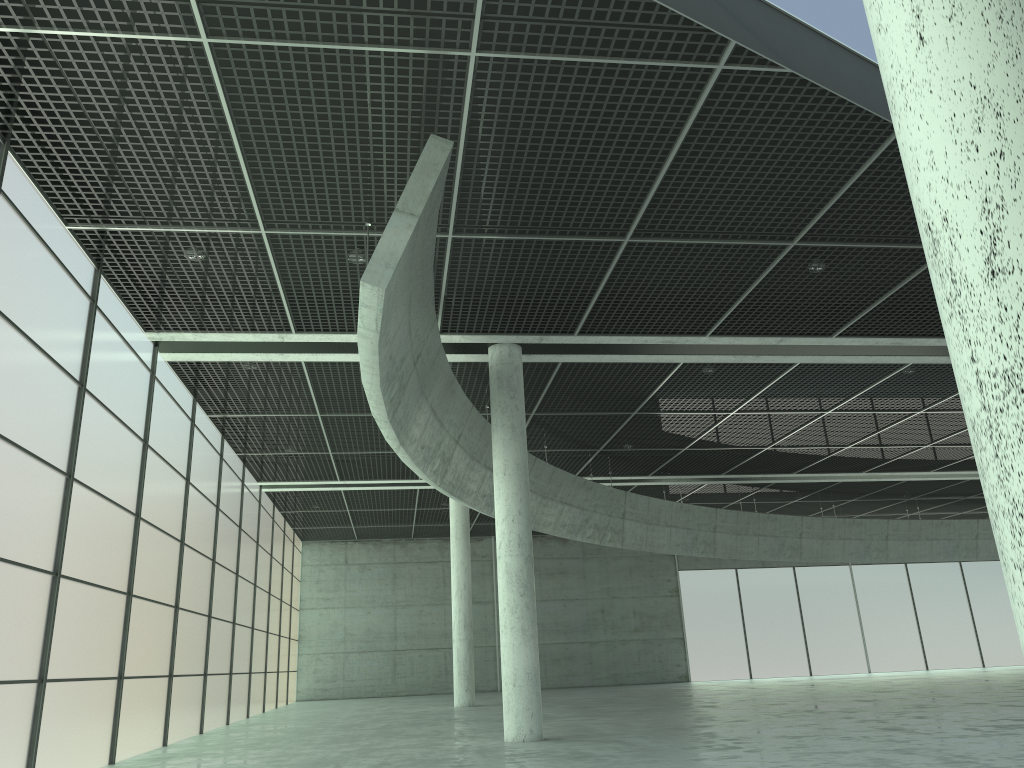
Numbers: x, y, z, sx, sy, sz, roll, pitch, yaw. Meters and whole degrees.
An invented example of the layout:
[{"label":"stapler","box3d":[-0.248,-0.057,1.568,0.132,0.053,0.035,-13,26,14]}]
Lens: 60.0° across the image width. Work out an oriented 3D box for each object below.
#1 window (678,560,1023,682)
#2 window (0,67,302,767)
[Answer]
[{"label":"window","box3d":[31.721,23.746,80.924,33.387,10.660,0.160,0,-19,-8]},{"label":"window","box3d":[37.719,4.633,35.107,100.360,16.077,100.011,0,-19,-8]}]
